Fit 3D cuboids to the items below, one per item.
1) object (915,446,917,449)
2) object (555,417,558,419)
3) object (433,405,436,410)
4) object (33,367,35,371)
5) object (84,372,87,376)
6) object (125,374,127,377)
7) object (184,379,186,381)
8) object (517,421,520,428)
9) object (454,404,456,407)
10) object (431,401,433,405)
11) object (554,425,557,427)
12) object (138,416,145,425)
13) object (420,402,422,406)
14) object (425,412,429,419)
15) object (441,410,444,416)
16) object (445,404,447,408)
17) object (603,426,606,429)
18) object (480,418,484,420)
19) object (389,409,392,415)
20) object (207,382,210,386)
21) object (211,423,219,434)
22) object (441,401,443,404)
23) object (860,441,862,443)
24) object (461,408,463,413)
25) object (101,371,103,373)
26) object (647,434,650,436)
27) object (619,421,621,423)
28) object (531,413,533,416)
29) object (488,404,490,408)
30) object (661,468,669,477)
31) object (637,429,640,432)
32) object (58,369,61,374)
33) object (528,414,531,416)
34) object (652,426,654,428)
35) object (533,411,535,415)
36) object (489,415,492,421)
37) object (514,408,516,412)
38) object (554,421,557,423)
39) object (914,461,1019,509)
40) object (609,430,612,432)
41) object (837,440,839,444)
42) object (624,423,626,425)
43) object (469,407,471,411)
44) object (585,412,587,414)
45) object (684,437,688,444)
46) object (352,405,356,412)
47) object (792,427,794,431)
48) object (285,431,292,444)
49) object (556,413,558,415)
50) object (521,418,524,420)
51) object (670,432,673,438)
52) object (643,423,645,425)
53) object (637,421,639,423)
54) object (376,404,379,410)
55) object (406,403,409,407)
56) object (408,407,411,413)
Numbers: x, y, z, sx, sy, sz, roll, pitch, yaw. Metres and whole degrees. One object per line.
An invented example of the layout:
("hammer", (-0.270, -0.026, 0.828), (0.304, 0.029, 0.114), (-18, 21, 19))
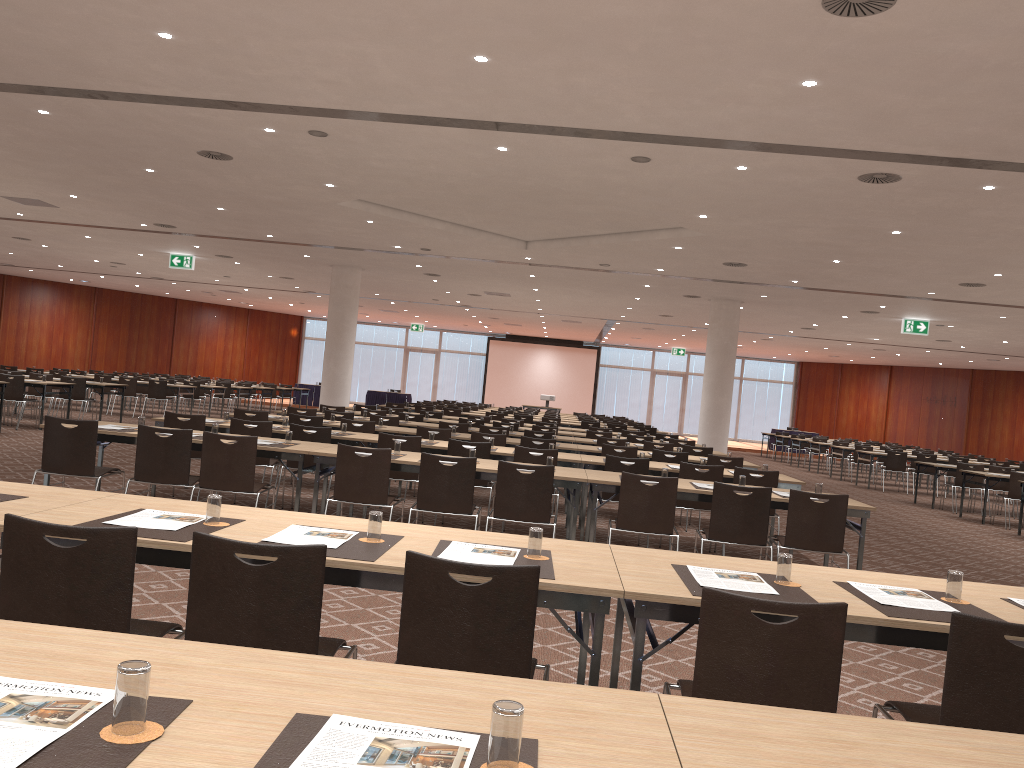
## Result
("object", (12.042, 1.918, 26.410), (0.054, 0.114, 0.054), (5, 0, -31))
("object", (1.053, 0.838, 21.011), (0.054, 0.114, 0.054), (5, 0, -31))
("object", (-1.848, 0.564, 21.180), (0.054, 0.114, 0.054), (5, 0, 37))
("object", (-11.706, -0.368, 21.714), (0.054, 0.114, 0.054), (5, 0, 37))
("object", (-10.415, -0.246, 21.651), (0.054, 0.114, 0.054), (5, 0, 37))
("object", (-10.302, -0.222, 23.642), (0.054, 0.114, 0.054), (5, 0, 37))
("object", (-8.689, -0.069, 23.558), (0.054, 0.114, 0.054), (5, 0, -31))
("object", (0.109, 0.710, 15.558), (0.054, 0.114, 0.054), (5, 0, 37))
("object", (-1.624, 0.612, 25.175), (0.054, 0.114, 0.054), (5, 0, 37))
("object", (-2.276, 0.551, 25.197), (0.054, 0.114, 0.054), (5, 0, -31))
("object", (0.755, 0.771, 15.519), (0.054, 0.114, 0.054), (5, 0, 37))
("object", (-3.226, 0.340, 7.720), (0.054, 0.114, 0.054), (5, 0, -31))
("object", (-2.383, 0.527, 23.211), (0.054, 0.114, 0.054), (5, 0, -31))
("object", (-1.498, 0.558, 15.638), (0.054, 0.114, 0.054), (5, 0, 14))
("object", (-1.385, 0.583, 17.649), (0.054, 0.114, 0.054), (5, 0, 37))
("object", (-1.733, 0.588, 23.164), (0.054, 0.114, 0.054), (5, 0, -31))
("object", (1.826, 0.886, 17.466), (0.054, 0.114, 0.054), (5, 0, 14))
("object", (-0.532, 0.650, 15.598), (0.054, 0.114, 0.054), (5, 0, 37))
("object", (-2.149, 0.497, 15.685), (0.054, 0.114, 0.054), (5, 0, 14))
("object", (-8.040, -0.008, 23.508), (0.054, 0.114, 0.054), (5, 0, -31))
("object", (-2.579, 0.401, 7.700), (0.054, 0.114, 0.054), (5, 0, 37))
("object", (-2.160, 0.576, 27.194), (0.054, 0.114, 0.054), (5, 0, -31))
("object", (10.433, 1.766, 26.505), (0.054, 0.114, 0.054), (5, 0, -8))
("object", (-1.199, 0.625, 21.130), (0.054, 0.114, 0.054), (5, 0, 37))
("object", (-10.949, -0.283, 23.680), (0.054, 0.114, 0.054), (5, 0, 37))
("object", (2.367, 0.924, 15.426), (0.054, 0.114, 0.054), (5, 0, -31))
("object", (2.782, 1.015, 22.924), (0.054, 0.114, 0.054), (5, 0, 37))
("object", (0.524, 0.801, 23.040), (0.054, 0.114, 0.054), (5, 0, -31))
("object", (-0.769, 0.721, 29.129), (0.054, 0.114, 0.054), (5, 0, 37))
("object", (1.288, 0.766, 7.478), (0.054, 0.114, 0.054), (5, 0, 37))
("object", (2.478, 0.948, 17.439), (0.054, 0.114, 0.054), (5, 0, 37))
("object", (-11.062, -0.307, 21.676), (0.054, 0.114, 0.054), (5, 0, 37))
("object", (0.415, 0.777, 21.049), (0.054, 0.114, 0.054), (5, 0, -31))
("object", (3.317, 1.052, 20.882), (0.054, 0.114, 0.054), (5, 0, -31))
("object", (0.620, 0.824, 25.035), (0.054, 0.114, 0.054), (5, 0, 37))
("object", (-0.426, 0.674, 17.592), (0.054, 0.114, 0.054), (5, 0, -8))
("object", (0.092, 0.788, 27.074), (0.054, 0.114, 0.054), (5, 0, 37))
("object", (0.861, 0.795, 17.514), (0.054, 0.114, 0.054), (5, 0, -8))
("object", (9.065, 2.050, 17.111), (2.267, 0.833, 0.953), (5, 0, 3))
("object", (1.717, 0.862, 15.468), (0.054, 0.114, 0.054), (5, 0, -31))
("object", (9.035, 1.620, 24.575), (0.054, 0.114, 0.054), (5, 0, -8))
("object", (2.659, 0.989, 20.923), (0.054, 0.114, 0.054), (5, 0, 37))
("object", (-1.102, 0.648, 23.139), (0.054, 0.114, 0.054), (5, 0, -31))
("object", (2.573, 1.051, 30.951), (0.054, 0.114, 0.054), (5, 0, 37))
("object", (3.018, 0.985, 15.391), (0.054, 0.114, 0.054), (5, 0, 37))
("object", (-2.798, 0.436, 15.725), (0.054, 0.114, 0.054), (5, 0, 37))
("object", (10.731, 1.717, 33.856), (0.054, 0.114, 0.054), (5, 0, 14))
("object", (-1.930, 0.462, 7.665), (0.054, 0.114, 0.054), (5, 0, -31))
("object", (1.265, 0.885, 25.009), (0.054, 0.114, 0.054), (5, 0, 37))
("object", (0.208, 0.734, 17.553), (0.054, 0.114, 0.054), (5, 0, -8))
("object", (3.129, 1.010, 17.398), (0.054, 0.114, 0.054), (5, 0, -8))
("object", (3.412, 1.074, 22.885), (0.054, 0.114, 0.054), (5, 0, -31))
("object", (3.523, 1.099, 24.878), (0.054, 0.114, 0.054), (5, 0, -31))
("object", (-2.693, 0.459, 17.707), (0.054, 0.114, 0.054), (5, 0, -8))
("object", (-2.497, 0.502, 21.217), (0.054, 0.114, 0.054), (5, 0, -31))
("object", (-2.035, 0.522, 17.677), (0.054, 0.114, 0.054), (5, 0, 14))
